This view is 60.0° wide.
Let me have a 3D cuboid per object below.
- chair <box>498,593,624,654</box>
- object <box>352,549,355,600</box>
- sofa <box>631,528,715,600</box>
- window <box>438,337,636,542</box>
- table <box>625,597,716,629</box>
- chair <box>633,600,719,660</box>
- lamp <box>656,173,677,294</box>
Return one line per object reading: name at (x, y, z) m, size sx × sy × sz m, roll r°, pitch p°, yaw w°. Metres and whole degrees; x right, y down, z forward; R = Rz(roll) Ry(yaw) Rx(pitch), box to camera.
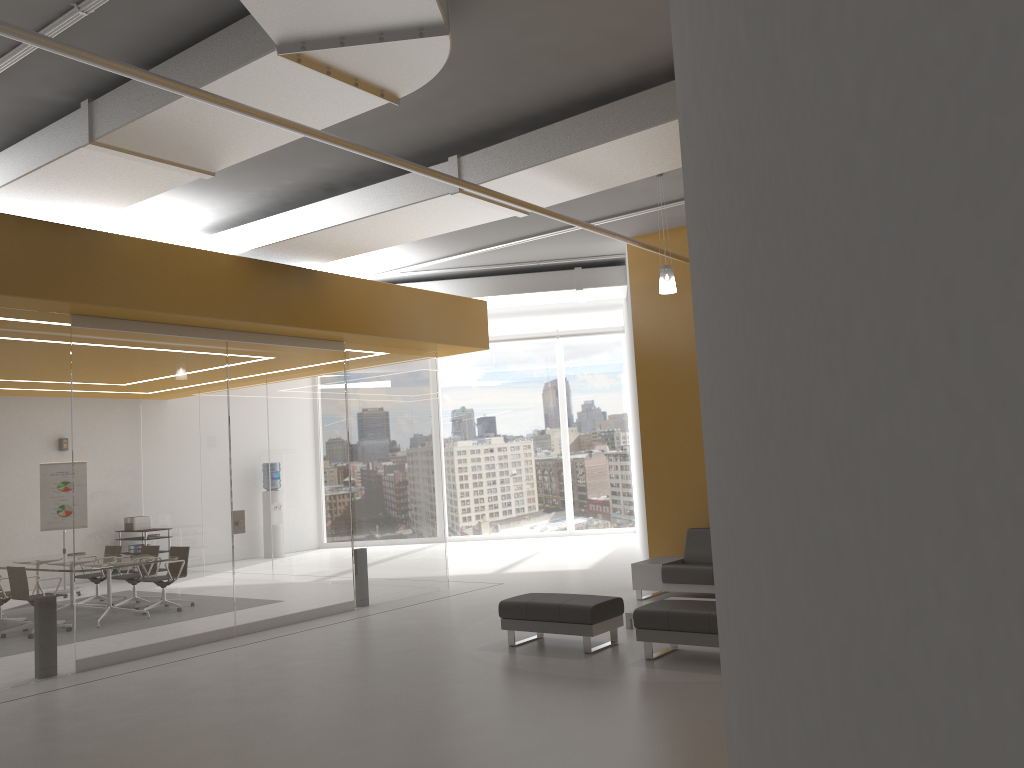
chair at (0.447, 2.141, 8.015) m, size 1.012 × 0.423 × 0.575 m, roll -7°, pitch -6°, yaw 36°
object at (-1.900, 2.410, 11.054) m, size 0.124 × 0.706 × 0.152 m, roll -6°, pitch -6°, yaw 31°
sofa at (2.564, 2.012, 9.854) m, size 2.400 × 0.761 × 0.860 m, roll -7°, pitch -6°, yaw 36°
window at (-0.248, 1.190, 19.763) m, size 8.533 × 4.498 × 0.100 m, roll -4°, pitch -5°, yaw 6°
table at (1.797, 2.259, 8.686) m, size 1.000 × 0.150 × 1.000 m, roll -7°, pitch -6°, yaw 36°
chair at (1.562, 1.999, 7.167) m, size 1.012 × 0.423 × 0.575 m, roll -7°, pitch -6°, yaw 36°
lamp at (1.540, -1.531, 9.006) m, size 0.174 × 1.227 × 0.174 m, roll -2°, pitch -5°, yaw -12°
